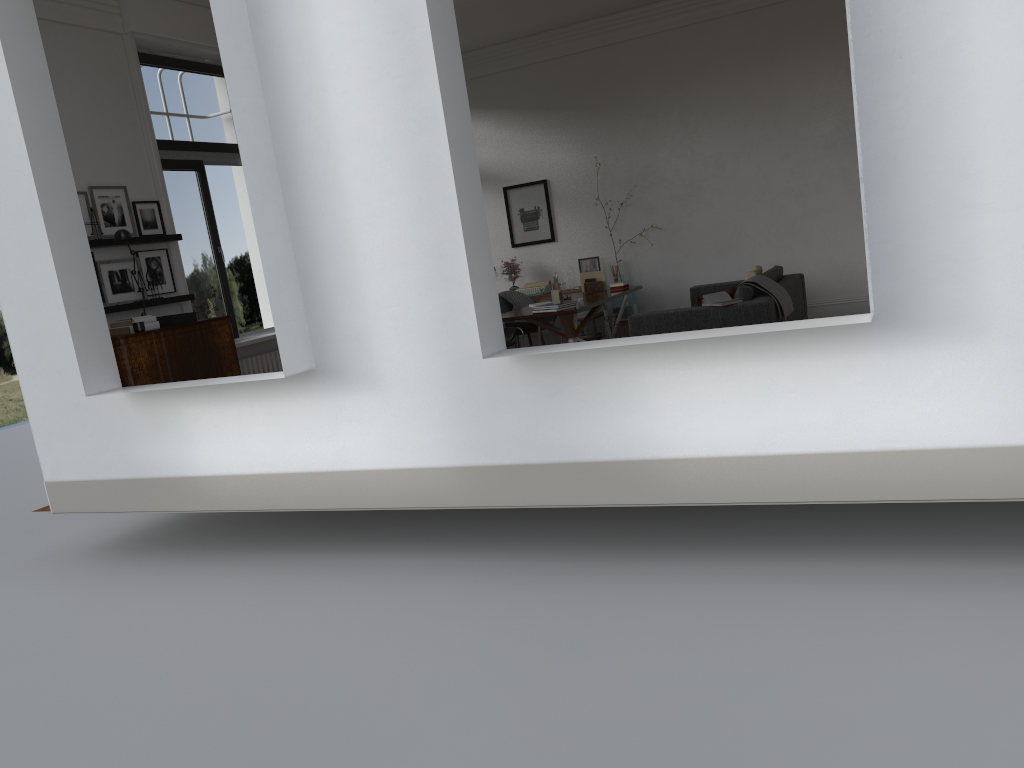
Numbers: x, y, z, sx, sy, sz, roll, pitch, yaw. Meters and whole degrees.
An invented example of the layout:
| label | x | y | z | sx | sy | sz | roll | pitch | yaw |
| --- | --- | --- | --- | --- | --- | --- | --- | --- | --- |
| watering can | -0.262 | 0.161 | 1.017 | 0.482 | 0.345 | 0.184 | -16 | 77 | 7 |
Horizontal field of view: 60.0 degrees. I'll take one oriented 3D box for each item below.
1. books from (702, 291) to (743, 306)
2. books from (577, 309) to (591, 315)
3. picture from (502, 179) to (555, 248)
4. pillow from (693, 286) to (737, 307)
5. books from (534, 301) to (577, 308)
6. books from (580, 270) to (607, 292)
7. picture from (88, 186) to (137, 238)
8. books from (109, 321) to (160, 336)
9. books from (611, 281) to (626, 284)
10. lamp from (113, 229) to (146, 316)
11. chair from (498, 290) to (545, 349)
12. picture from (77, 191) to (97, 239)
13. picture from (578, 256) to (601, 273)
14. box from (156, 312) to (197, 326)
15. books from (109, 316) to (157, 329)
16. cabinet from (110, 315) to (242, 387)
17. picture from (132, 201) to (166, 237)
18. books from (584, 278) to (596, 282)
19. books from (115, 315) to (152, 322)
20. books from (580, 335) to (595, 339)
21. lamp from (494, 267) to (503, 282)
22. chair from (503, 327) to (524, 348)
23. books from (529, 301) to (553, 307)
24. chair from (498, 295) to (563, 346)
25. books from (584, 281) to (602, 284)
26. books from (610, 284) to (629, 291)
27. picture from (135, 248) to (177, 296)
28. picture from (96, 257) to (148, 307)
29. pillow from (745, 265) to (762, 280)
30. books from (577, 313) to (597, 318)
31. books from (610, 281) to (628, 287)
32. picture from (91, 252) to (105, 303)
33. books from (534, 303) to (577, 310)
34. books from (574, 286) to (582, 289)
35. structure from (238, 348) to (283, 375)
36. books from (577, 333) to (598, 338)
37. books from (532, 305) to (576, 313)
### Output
| label | x | y | z | sx | sy | sz | roll | pitch | yaw |
| --- | --- | --- | --- | --- | --- | --- | --- | --- | --- |
| books | 1.815 | -0.740 | 7.679 | 0.224 | 0.096 | 0.278 | -12 | 10 | -22 |
| books | 0.922 | -0.920 | 11.266 | 0.225 | 0.038 | 0.307 | -5 | 10 | 25 |
| picture | 0.228 | -2.274 | 11.867 | 0.634 | 0.819 | 0.050 | -4 | 11 | 25 |
| pillow | 1.814 | -0.655 | 8.020 | 0.469 | 0.398 | 0.330 | -13 | 11 | -27 |
| books | 0.413 | -0.764 | 8.544 | 0.249 | 0.017 | 0.344 | -16 | 11 | -39 |
| books | 0.948 | -1.193 | 10.323 | 0.310 | 0.240 | 0.042 | -4 | 11 | 25 |
| picture | -3.271 | -1.414 | 7.271 | 0.020 | 0.410 | 0.368 | -4 | 11 | 25 |
| books | -2.979 | -0.438 | 7.005 | 0.230 | 0.057 | 0.293 | -5 | 10 | 25 |
| books | 1.214 | -1.160 | 10.132 | 0.128 | 0.008 | 0.158 | -4 | 10 | 27 |
| lamp | -3.025 | -0.831 | 7.129 | 0.174 | 0.805 | 0.489 | -10 | 10 | -10 |
| chair | 0.112 | -0.749 | 11.120 | 0.716 | 0.903 | 0.545 | -6 | 10 | 18 |
| picture | -3.442 | -1.307 | 6.893 | 0.020 | 0.369 | 0.414 | -4 | 10 | 25 |
| picture | 1.017 | -1.456 | 11.518 | 0.282 | 0.371 | 0.022 | -4 | 11 | 25 |
| box | -2.844 | -0.550 | 7.500 | 0.208 | 0.087 | 0.281 | -4 | 10 | 25 |
| books | -2.991 | -0.487 | 6.999 | 0.255 | 0.044 | 0.238 | -5 | 10 | 25 |
| cabinet | -2.771 | 0.143 | 7.247 | 0.640 | 1.222 | 1.261 | -4 | 10 | 25 |
| picture | -3.112 | -1.416 | 7.608 | 0.020 | 0.304 | 0.288 | -4 | 11 | 25 |
| books | 0.918 | -1.150 | 10.299 | 0.128 | 0.158 | 0.040 | -4 | 11 | 25 |
| books | -2.978 | -0.516 | 6.982 | 0.179 | 0.014 | 0.200 | -5 | 10 | 25 |
| books | 0.947 | -0.610 | 11.343 | 0.196 | 0.014 | 0.267 | -5 | 10 | 24 |
| lamp | -0.288 | -1.404 | 11.885 | 0.207 | 0.552 | 0.441 | -17 | 13 | -40 |
| chair | -0.346 | -0.376 | 9.233 | 0.746 | 0.876 | 0.749 | -4 | 10 | 25 |
| books | 0.323 | -0.843 | 9.418 | 0.231 | 0.026 | 0.324 | -10 | 9 | -9 |
| chair | 0.130 | -0.613 | 10.276 | 0.746 | 0.876 | 0.749 | -4 | 10 | 25 |
| books | 0.941 | -1.122 | 10.244 | 0.221 | 0.125 | 0.028 | -4 | 11 | 25 |
| books | 1.228 | -1.106 | 10.117 | 0.159 | 0.040 | 0.215 | -4 | 10 | 27 |
| picture | -3.065 | -0.964 | 7.645 | 0.020 | 0.386 | 0.341 | -4 | 11 | 25 |
| picture | -3.213 | -0.844 | 7.310 | 0.020 | 0.366 | 0.432 | -4 | 10 | 25 |
| pillow | 2.522 | -1.001 | 9.350 | 0.225 | 0.462 | 0.484 | -4 | 10 | 25 |
| books | 0.931 | -0.884 | 11.261 | 0.225 | 0.038 | 0.307 | -5 | 10 | 24 |
| books | 1.222 | -1.140 | 10.120 | 0.164 | 0.029 | 0.206 | -5 | 10 | 23 |
| picture | -3.389 | -0.815 | 6.932 | 0.020 | 0.408 | 0.372 | -4 | 11 | 25 |
| books | 0.416 | -0.748 | 8.547 | 0.249 | 0.017 | 0.344 | -16 | 11 | -39 |
| books | 0.892 | -1.250 | 11.441 | 0.213 | 0.031 | 0.129 | -13 | 10 | -27 |
| structure | -2.637 | 0.120 | 8.972 | 0.225 | 0.781 | 1.447 | -4 | 10 | 25 |
| books | 0.945 | -0.625 | 11.340 | 0.196 | 0.014 | 0.267 | -2 | 11 | 36 |
| books | 0.405 | -0.724 | 8.549 | 0.263 | 0.027 | 0.347 | -16 | 11 | -39 |
